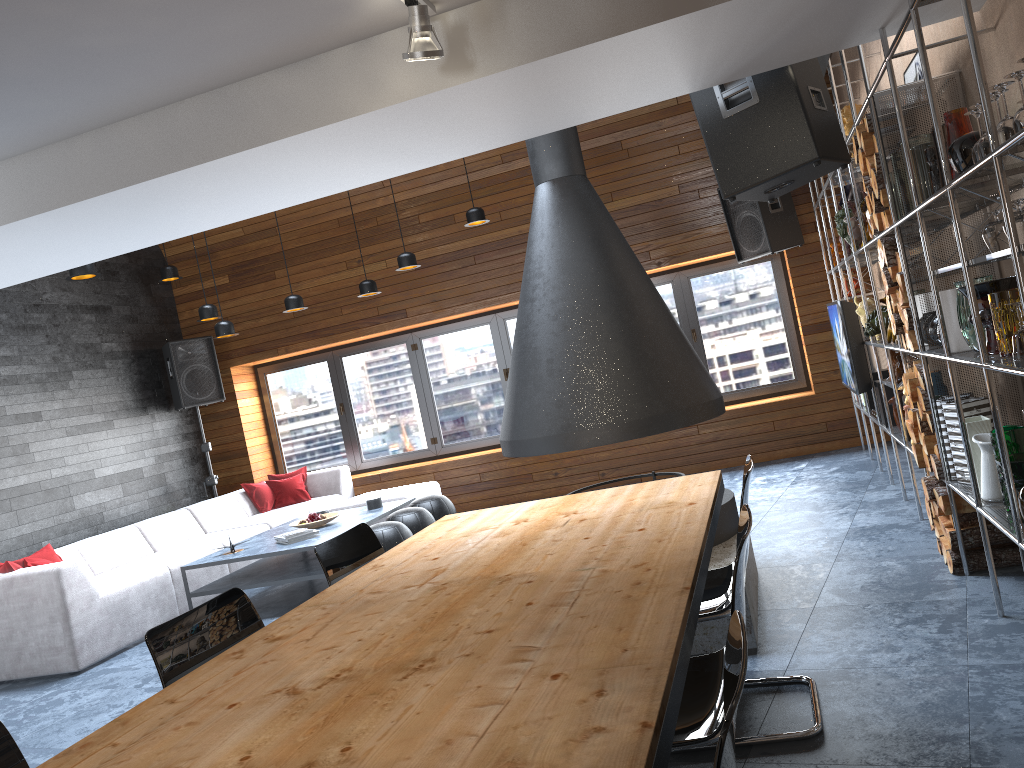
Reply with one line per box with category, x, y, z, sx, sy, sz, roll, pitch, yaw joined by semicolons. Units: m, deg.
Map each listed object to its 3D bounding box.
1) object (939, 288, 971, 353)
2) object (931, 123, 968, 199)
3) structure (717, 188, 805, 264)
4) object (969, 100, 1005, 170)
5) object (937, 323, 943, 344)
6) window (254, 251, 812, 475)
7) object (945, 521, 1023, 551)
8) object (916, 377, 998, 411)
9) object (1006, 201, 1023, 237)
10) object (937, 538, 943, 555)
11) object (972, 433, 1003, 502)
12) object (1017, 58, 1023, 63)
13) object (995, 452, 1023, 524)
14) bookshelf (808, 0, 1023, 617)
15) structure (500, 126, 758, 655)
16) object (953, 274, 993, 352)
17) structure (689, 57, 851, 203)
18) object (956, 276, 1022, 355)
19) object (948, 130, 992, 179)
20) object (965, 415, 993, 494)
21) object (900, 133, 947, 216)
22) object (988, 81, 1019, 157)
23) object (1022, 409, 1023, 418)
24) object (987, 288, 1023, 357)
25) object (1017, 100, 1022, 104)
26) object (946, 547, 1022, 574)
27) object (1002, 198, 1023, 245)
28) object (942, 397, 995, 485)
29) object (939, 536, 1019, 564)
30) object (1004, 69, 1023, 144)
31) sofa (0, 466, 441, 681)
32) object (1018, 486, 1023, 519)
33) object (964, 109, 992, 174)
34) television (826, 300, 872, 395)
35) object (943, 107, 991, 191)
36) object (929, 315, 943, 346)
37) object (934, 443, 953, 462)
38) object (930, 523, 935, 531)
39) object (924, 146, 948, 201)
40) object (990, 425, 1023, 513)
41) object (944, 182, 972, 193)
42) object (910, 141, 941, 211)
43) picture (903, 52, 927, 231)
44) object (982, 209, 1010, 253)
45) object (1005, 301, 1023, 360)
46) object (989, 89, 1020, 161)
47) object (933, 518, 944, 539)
object;1.751;-0.255;3.397;0.165;0.241;0.175;-12;1;-38
object;1.562;-0.806;3.170;0.092;0.268;0.092;-11;1;39
structure;2.164;-1.455;7.661;0.488;0.735;0.461;-12;1;-24
object;1.370;-0.715;2.551;0.070;0.184;0.071;-12;1;-8
object;1.798;-0.221;3.581;0.151;0.154;0.151;-12;1;19
window;-0.034;-0.075;9.242;5.935;1.522;0.101;-12;1;16
object;2.089;0.662;3.893;0.321;0.109;0.110;-12;1;17
object;1.958;0.036;3.908;0.299;0.114;0.135;-12;1;14
object;1.450;-0.453;2.523;0.092;0.124;0.092;-11;1;42
object;2.193;0.749;4.226;0.303;0.095;0.087;-12;1;16
object;1.849;0.311;3.358;0.146;0.245;0.171;-12;1;-44
object;1.267;-0.692;2.134;0.060;0.191;0.060;-11;1;42
object;1.747;0.351;2.982;0.161;0.219;0.157;-12;1;-28
bookshelf;1.155;-2.153;2.430;0.421;6.219;10.740;-12;1;16
structure;0.063;-1.683;4.472;1.197;5.700;1.689;-12;1;16
object;1.679;-0.249;3.182;0.142;0.264;0.144;-12;1;-44
structure;1.100;-1.191;3.837;0.506;0.744;0.460;-11;1;41
object;1.640;-0.229;2.990;0.218;0.244;0.216;-12;1;6
object;1.467;-0.722;2.807;0.148;0.149;0.149;-12;1;-31
object;1.877;0.281;3.549;0.092;0.287;0.148;-12;1;16
object;1.704;-0.865;3.674;0.122;0.313;0.122;-11;1;36
object;1.316;-0.702;2.354;0.070;0.184;0.071;-12;1;-8
object;1.637;0.275;2.650;0.129;0.420;0.129;-12;1;19
object;1.589;-0.197;2.802;0.120;0.206;0.120;-12;1;-27
object;1.555;-0.755;2.631;0.070;0.184;0.071;-12;1;-8
object;2.089;0.765;3.906;0.312;0.110;0.103;-12;1;12
object;1.382;-0.438;2.405;0.092;0.124;0.092;-11;1;42
object;1.937;0.238;3.729;0.140;0.347;0.139;-12;1;-4
object;2.173;0.737;3.985;0.428;0.131;0.154;-12;1;16
object;1.304;-0.698;2.250;0.070;0.184;0.071;-12;1;-8
sofa;-2.041;1.283;7.303;2.204;0.693;4.035;-12;1;16
object;1.698;0.379;2.826;0.145;0.188;0.145;-12;1;8
object;1.402;-0.723;2.641;0.070;0.184;0.071;-12;1;-8
television;2.408;-0.284;6.349;0.115;0.638;1.075;-12;1;16
object;1.500;-0.784;2.949;0.126;0.255;0.127;-12;1;-31
object;1.846;-0.230;3.749;0.150;0.146;0.148;-12;1;-4
object;2.019;0.270;3.885;0.303;0.088;0.095;-12;1;14
object;2.210;0.664;4.330;0.303;0.088;0.095;-12;1;14
object;1.611;-0.792;3.364;0.058;0.215;0.077;-11;1;42
object;1.794;0.300;3.155;0.125;0.295;0.130;-11;1;41
object;1.549;-0.721;3.069;0.108;0.109;0.109;-11;1;42
object;1.664;-0.824;3.521;0.113;0.253;0.112;-12;1;16
picture;2.121;-1.239;4.569;0.090;0.863;0.530;-12;1;16
object;1.456;-0.456;2.650;0.092;0.124;0.092;-11;1;42
object;1.526;-0.162;2.649;0.081;0.170;0.081;-11;1;42
object;1.349;-0.710;2.444;0.070;0.184;0.071;-12;1;-8
object;2.177;0.661;4.184;0.330;0.098;0.103;-12;1;13
